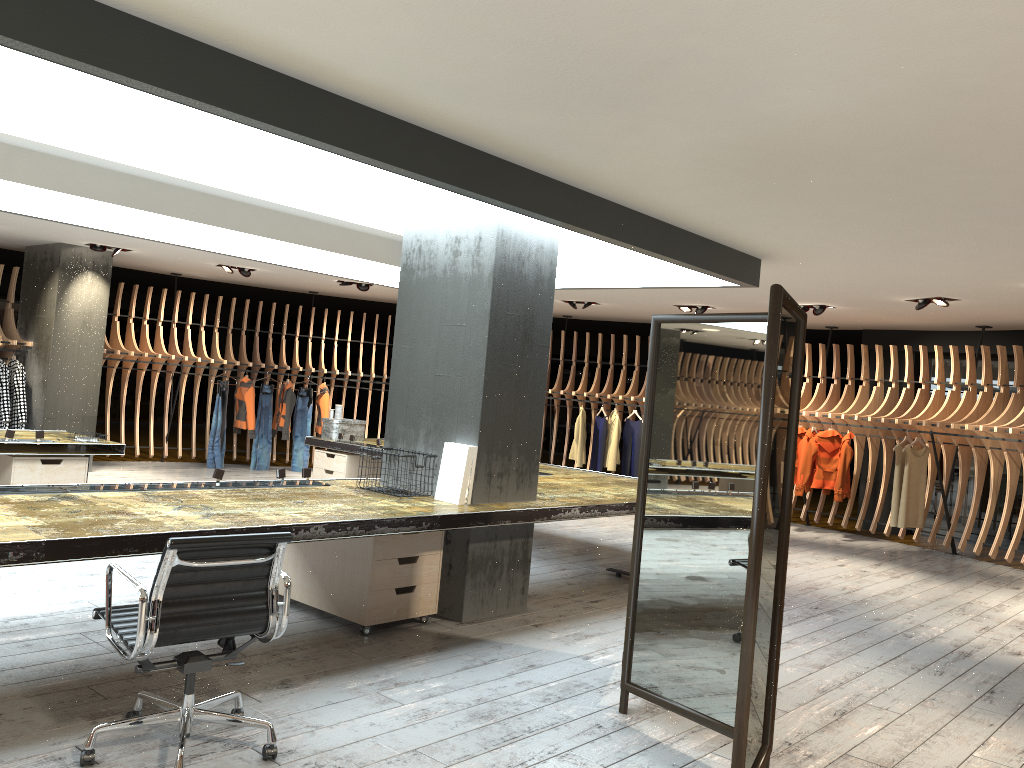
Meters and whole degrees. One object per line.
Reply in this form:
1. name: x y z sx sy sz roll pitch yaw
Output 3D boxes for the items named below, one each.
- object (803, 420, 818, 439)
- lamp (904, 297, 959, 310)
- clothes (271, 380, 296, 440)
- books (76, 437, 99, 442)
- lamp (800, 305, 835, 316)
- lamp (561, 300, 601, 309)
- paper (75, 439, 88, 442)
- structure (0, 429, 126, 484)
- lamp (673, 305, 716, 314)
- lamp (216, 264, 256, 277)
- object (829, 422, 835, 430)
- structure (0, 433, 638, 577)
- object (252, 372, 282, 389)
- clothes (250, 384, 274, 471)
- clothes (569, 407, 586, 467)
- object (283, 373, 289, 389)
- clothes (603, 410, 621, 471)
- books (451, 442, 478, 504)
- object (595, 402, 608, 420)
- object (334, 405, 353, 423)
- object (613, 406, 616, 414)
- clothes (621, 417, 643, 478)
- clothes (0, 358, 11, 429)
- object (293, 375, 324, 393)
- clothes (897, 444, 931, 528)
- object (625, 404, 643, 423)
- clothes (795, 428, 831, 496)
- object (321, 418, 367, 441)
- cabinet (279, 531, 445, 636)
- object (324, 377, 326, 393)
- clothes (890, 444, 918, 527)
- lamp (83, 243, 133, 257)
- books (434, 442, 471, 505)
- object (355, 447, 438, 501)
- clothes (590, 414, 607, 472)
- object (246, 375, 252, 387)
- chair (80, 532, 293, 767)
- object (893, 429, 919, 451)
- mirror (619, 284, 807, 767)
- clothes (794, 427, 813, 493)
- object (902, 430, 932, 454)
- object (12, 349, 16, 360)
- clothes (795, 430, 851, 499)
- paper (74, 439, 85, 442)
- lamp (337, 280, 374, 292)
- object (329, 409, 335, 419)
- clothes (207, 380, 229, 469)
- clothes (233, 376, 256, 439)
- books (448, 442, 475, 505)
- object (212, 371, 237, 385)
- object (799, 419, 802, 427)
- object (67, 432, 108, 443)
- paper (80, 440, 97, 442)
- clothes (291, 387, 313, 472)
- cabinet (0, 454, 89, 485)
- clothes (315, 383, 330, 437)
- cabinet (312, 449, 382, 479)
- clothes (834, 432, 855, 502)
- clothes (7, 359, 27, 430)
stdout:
1. object: 3.951 0.612 11.602 0.524 0.270 0.012 6 -2 -44
2. lamp: 4.282 -0.892 9.026 0.269 0.292 0.493 5 -1 -17
3. clothes: -3.373 0.379 13.133 0.200 0.881 0.840 6 -1 -29
4. books: -3.490 0.452 7.285 0.155 0.025 0.109 5 -1 36
5. lamp: 3.520 -0.944 10.420 0.269 0.298 0.493 6 -1 -40
6. lamp: 0.950 -1.164 12.203 0.493 0.284 0.269 5 -1 21
7. paper: -3.493 0.466 7.291 0.176 0.004 0.130 5 -1 43
8. structure: -7.056 0.449 3.735 1.163 0.844 10.441 4 -1 41
9. lamp: 2.364 -1.038 11.497 0.493 0.296 0.269 5 -1 34
10. lamp: -3.641 -1.573 11.724 0.492 0.296 0.269 6 -1 -29
11. object: 4.111 0.624 11.407 0.525 0.270 0.012 5 -2 -19
12. structure: -5.814 0.547 2.367 4.839 0.844 18.457 5 -1 41
13. object: -3.598 -0.063 13.051 0.023 0.243 0.548 4 -1 38
14. clothes: -3.671 0.703 13.026 0.200 1.422 0.308 4 -2 33
15. clothes: 1.010 0.789 13.370 0.250 0.890 0.704 5 -1 2
16. object: -3.331 -0.024 13.170 0.012 0.270 0.525 6 -1 -29
17. clothes: 1.512 0.832 13.208 0.250 0.890 0.704 5 -1 -8
18. books: -0.325 0.564 5.610 0.215 0.368 0.047 4 -2 41
19. object: 1.350 0.395 13.279 0.012 0.270 0.525 5 -1 -14
20. object: -1.926 0.347 10.129 0.263 0.204 0.088 4 -2 40
21. object: 1.539 0.412 13.219 0.012 0.270 0.525 5 -1 -4
22. clothes: 1.755 1.180 13.068 0.087 1.353 0.539 6 -2 -25
23. clothes: -6.208 0.273 10.717 0.807 1.188 0.191 4 -2 42
24. object: -3.054 -0.012 13.281 0.549 0.243 0.023 5 -1 18
25. clothes: 4.747 1.206 10.468 0.464 0.989 0.096 6 -2 -32
26. object: 1.814 0.435 13.088 0.012 0.270 0.525 6 -1 -24
27. clothes: 3.941 1.018 11.593 0.838 0.881 0.201 6 -2 -44
28. object: -1.935 0.526 10.191 0.303 0.239 0.497 4 -1 42
29. cabinet: -1.055 1.110 5.628 1.132 0.630 0.593 4 -1 41
30. object: -2.826 0.020 13.360 0.012 0.270 0.525 6 -1 -19
31. clothes: 4.676 1.201 10.566 0.464 0.989 0.096 6 -2 -37
32. lamp: -4.895 -1.696 10.762 0.492 0.292 0.269 6 -1 -42
33. books: -0.371 0.560 5.557 0.215 0.368 0.073 4 -2 41
34. object: -0.737 0.569 5.666 0.460 0.290 0.329 4 -1 44
35. clothes: 1.277 1.139 13.261 0.087 1.353 0.539 5 -1 -15
36. object: -3.871 -0.077 12.931 0.012 0.270 0.525 6 -1 -34
37. chair: -1.235 0.958 3.390 0.668 0.860 0.692 4 -1 37
38. object: 4.715 0.673 10.580 0.524 0.270 0.012 6 -2 -34
39. mirror: 0.845 0.629 3.956 0.443 1.893 2.111 5 -1 -8
40. clothes: 3.744 1.001 11.720 0.839 0.881 0.201 6 -2 -34
41. object: 4.802 0.680 10.481 0.525 0.270 0.012 6 -2 -29
42. object: -6.142 -0.271 10.938 0.518 0.313 0.012 4 -2 41
43. clothes: 4.050 1.026 11.406 0.839 0.881 0.201 5 -1 -19
44. paper: -3.507 0.467 7.297 0.176 0.003 0.130 5 -1 39
45. lamp: -2.177 -1.438 12.317 0.492 0.293 0.269 5 -1 -17
46. object: -2.061 0.341 10.132 0.062 0.109 0.062 5 -1 7
47. clothes: -4.198 0.653 12.757 0.200 1.422 0.308 5 -2 18
48. clothes: -3.904 0.327 12.947 0.200 0.881 0.840 6 -1 -34
49. books: -0.352 0.562 5.578 0.215 0.368 0.075 4 -2 41
50. object: -4.133 -0.113 12.771 0.023 0.243 0.549 4 -1 22
51. object: 3.806 0.600 11.727 0.524 0.270 0.012 6 -2 -34
52. object: -3.490 0.442 7.290 0.302 0.074 0.216 5 -1 35
53. paper: -3.493 0.464 7.291 0.130 0.004 0.176 6 -1 -43
54. clothes: -3.129 0.754 13.263 0.309 1.422 0.200 5 -2 13
55. cabinet: -4.070 0.856 7.353 1.132 0.630 0.593 4 -1 41
56. clothes: -2.852 0.425 13.374 0.200 0.881 0.839 6 -1 -19
57. cabinet: -1.653 1.098 10.142 0.594 0.630 1.130 4 -1 41
58. clothes: 4.198 1.037 11.209 0.201 0.881 0.839 5 -1 21
59. clothes: -6.092 0.284 10.865 0.800 1.186 0.191 4 -2 42
